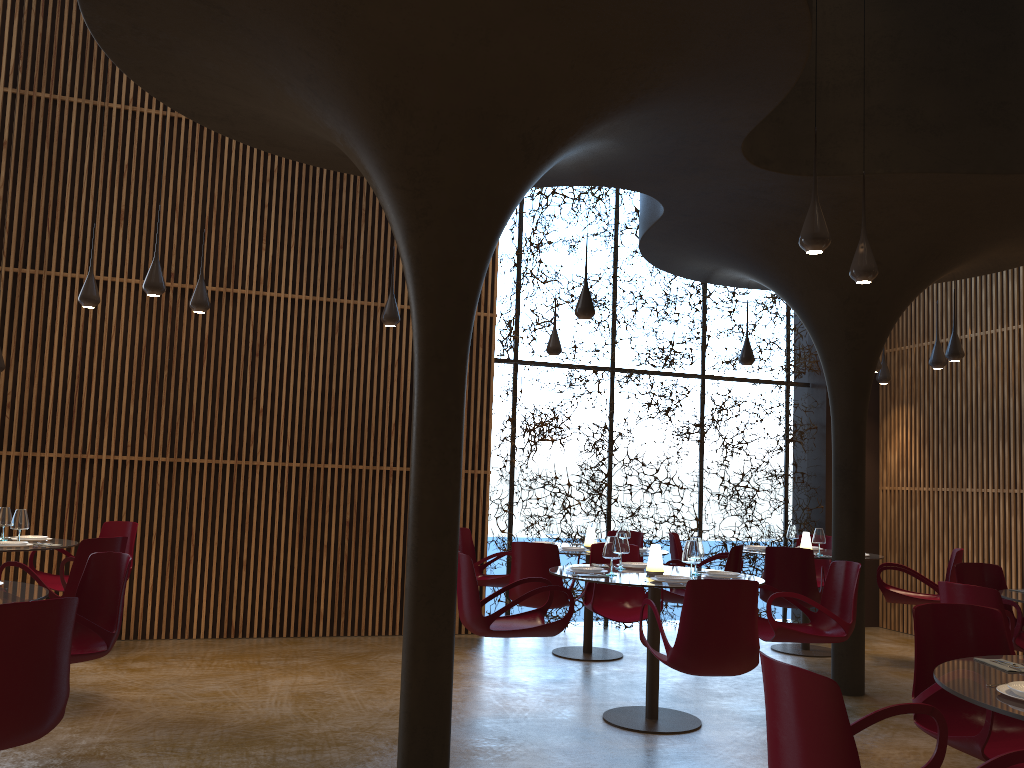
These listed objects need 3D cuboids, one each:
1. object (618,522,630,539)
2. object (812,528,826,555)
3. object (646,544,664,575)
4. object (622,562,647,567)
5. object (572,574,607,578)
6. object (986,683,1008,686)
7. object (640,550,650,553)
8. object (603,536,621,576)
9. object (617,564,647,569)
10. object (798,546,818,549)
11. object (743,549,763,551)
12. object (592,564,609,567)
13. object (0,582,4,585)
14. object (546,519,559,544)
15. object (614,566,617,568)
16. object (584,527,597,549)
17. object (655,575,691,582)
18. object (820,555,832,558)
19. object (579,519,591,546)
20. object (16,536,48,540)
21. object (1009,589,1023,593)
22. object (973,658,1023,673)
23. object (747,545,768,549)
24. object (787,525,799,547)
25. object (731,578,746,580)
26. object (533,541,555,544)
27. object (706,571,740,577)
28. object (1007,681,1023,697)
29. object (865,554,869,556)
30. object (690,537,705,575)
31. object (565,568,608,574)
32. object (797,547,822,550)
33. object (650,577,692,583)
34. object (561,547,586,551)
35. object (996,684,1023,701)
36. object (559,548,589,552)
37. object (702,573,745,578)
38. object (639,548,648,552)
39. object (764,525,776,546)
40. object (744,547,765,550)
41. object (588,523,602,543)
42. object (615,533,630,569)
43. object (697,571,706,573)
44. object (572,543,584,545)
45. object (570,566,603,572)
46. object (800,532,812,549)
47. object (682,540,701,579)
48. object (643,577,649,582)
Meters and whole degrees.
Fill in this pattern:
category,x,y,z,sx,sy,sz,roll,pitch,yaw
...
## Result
category,x,y,z,sx,sy,sz,roll,pitch,yaw
object,1.204,1.641,9.546,0.142,0.295,0.142,0,-6,22
object,3.429,1.761,9.898,0.142,0.295,0.142,-1,-6,32
object,1.133,1.386,7.009,0.142,0.231,0.145,-1,-6,27
object,1.054,1.538,7.524,0.263,0.029,0.263,4,-7,-17
object,0.579,1.439,6.648,0.262,0.017,0.127,2,-6,-2
object,1.856,1.079,3.056,0.204,0.012,0.411,3,-6,-6
object,1.295,1.757,9.322,0.332,0.014,0.332,5,-7,-24
object,0.768,1.320,6.812,0.142,0.295,0.142,5,-6,-26
object,1.054,1.547,7.523,0.332,0.014,0.332,1,-6,9
object,3.612,1.995,10.786,0.263,0.029,0.264,-1,-7,26
object,2.761,1.923,10.265,0.262,0.017,0.127,-1,-7,27
object,0.752,1.545,7.537,0.126,0.017,0.262,2,-6,-1
object,-2.980,1.104,4.866,0.332,0.014,0.332,2,-6,-1
object,0.439,1.623,9.634,0.142,0.295,0.142,4,-5,-18
object,1.058,1.549,7.524,0.411,0.012,0.205,3,-6,-5
object,0.855,1.668,9.622,0.142,0.231,0.145,-2,-7,37
object,1.177,1.426,6.488,0.263,0.029,0.264,1,-6,6
object,3.442,1.879,9.648,0.126,0.017,0.262,-2,-8,33
object,0.833,1.683,10.041,0.142,0.295,0.142,3,-5,-6
object,-4.351,1.398,8.033,0.263,0.029,0.263,4,-7,-15
object,3.861,1.556,6.627,0.126,0.017,0.262,3,-6,-11
object,2.024,1.156,3.639,0.126,0.017,0.262,2,-6,-1
object,2.917,1.940,10.524,0.263,0.029,0.263,6,-7,-30
object,3.396,1.852,10.724,0.142,0.295,0.142,4,-5,-17
object,1.660,1.508,6.964,0.204,0.012,0.411,3,-6,-11
object,0.354,1.771,9.842,0.263,0.029,0.263,-4,-9,44
object,1.659,1.498,6.970,0.263,0.029,0.263,4,-7,-16
object,1.857,1.068,3.053,0.263,0.029,0.264,2,-6,1
object,3.858,1.926,10.004,0.332,0.014,0.332,8,-9,-43
object,1.474,1.380,7.116,0.142,0.295,0.142,5,-6,-30
object,0.584,1.466,6.950,0.332,0.014,0.332,5,-7,-24
object,3.612,2.004,10.785,0.332,0.014,0.332,5,-7,-25
object,1.177,1.436,6.487,0.332,0.014,0.332,1,-7,13
object,0.636,1.704,9.146,0.263,0.029,0.264,-2,-8,33
object,1.857,1.077,3.052,0.332,0.014,0.332,5,-7,-28
object,0.636,1.713,9.146,0.332,0.014,0.332,3,-6,-8
object,1.658,1.507,6.969,0.332,0.014,0.332,7,-8,-35
object,1.295,1.747,9.323,0.263,0.029,0.263,5,-7,-24
object,3.002,1.793,10.317,0.142,0.295,0.142,4,-5,-18
object,2.917,1.950,10.523,0.332,0.014,0.332,7,-8,-36
object,0.866,1.592,9.215,0.142,0.295,0.142,2,-5,-2
object,0.904,1.386,7.361,0.142,0.295,0.142,0,-5,21
object,1.641,1.547,7.269,0.262,0.017,0.127,3,-6,-7
object,0.793,1.851,10.265,0.126,0.017,0.262,-1,-7,29
object,0.585,1.457,6.951,0.263,0.029,0.264,3,-6,-9
object,3.418,1.837,10.304,0.142,0.231,0.144,7,-7,-42
object,1.348,1.324,6.662,0.142,0.295,0.142,7,-7,-43
object,1.172,1.437,6.486,0.410,0.012,0.205,2,-6,-1
